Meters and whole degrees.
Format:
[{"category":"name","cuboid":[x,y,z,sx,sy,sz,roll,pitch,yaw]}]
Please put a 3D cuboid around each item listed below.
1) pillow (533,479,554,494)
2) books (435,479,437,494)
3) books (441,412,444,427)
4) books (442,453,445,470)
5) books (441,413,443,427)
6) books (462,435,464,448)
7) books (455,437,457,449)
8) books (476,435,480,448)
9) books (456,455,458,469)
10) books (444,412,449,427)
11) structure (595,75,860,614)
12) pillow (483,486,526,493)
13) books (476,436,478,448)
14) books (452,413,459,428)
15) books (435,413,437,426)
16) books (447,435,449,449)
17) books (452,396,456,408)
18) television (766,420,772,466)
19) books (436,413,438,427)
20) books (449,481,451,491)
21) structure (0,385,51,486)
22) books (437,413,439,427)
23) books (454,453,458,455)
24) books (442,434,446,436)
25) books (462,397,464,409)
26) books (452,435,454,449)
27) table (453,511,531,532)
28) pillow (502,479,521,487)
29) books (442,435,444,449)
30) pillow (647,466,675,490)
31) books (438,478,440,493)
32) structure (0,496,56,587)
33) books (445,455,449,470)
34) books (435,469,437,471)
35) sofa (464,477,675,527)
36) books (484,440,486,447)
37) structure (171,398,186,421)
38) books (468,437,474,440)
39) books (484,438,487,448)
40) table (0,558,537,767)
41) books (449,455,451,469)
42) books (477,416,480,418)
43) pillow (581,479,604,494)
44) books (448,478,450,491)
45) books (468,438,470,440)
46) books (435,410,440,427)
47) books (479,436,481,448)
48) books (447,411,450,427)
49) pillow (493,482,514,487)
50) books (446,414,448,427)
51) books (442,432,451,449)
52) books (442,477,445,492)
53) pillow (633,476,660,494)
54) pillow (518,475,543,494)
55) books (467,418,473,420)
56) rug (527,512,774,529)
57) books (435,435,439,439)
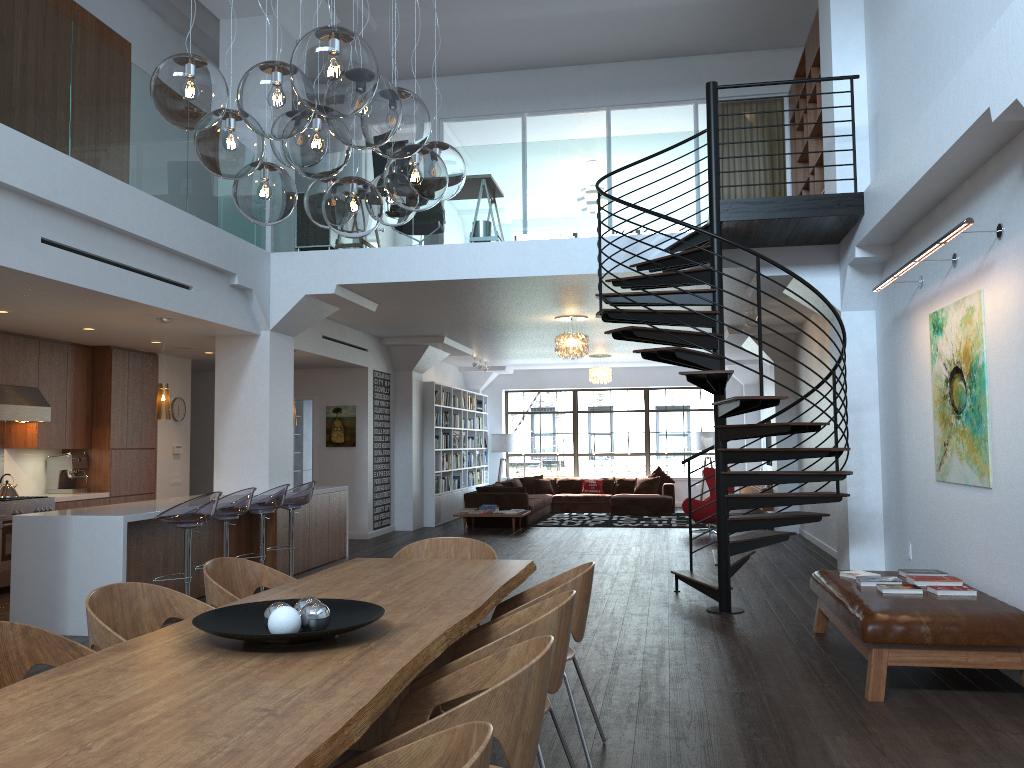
[{"category":"pillow","cuboid":[0.616,2.081,18.020,0.489,0.337,0.238,1,-4,-21]},{"category":"books","cuboid":[-1.349,1.729,14.938,0.174,0.240,0.054,-1,-4,10]},{"category":"books","cuboid":[-1.282,0.630,15.559,0.180,0.259,0.042,-1,-4,10]},{"category":"books","cuboid":[-1.259,1.366,15.569,0.176,0.290,0.053,-1,-4,10]},{"category":"books","cuboid":[-1.291,0.627,15.473,0.183,0.253,0.042,-1,-4,10]},{"category":"books","cuboid":[-1.011,1.106,16.965,0.174,0.251,0.051,-1,-4,10]},{"category":"books","cuboid":[-1.104,1.093,16.425,0.161,0.207,0.135,-1,-4,9]},{"category":"books","cuboid":[-0.765,1.201,18.446,0.180,0.259,0.042,-1,-4,10]},{"category":"books","cuboid":[-1.093,1.443,16.431,0.183,0.253,0.034,-1,-4,9]},{"category":"books","cuboid":[-1.224,0.642,15.934,0.198,0.284,0.049,-1,-4,10]},{"category":"structure","cuboid":[1.695,-0.349,7.286,1.998,4.352,1.998,2,-4,-29]},{"category":"pillow","cuboid":[-0.101,1.891,14.886,0.750,0.364,0.289,-1,-4,9]},{"category":"books","cuboid":[-0.799,1.193,18.183,0.174,0.240,0.054,-1,-4,10]},{"category":"books","cuboid":[-1.083,0.686,16.639,0.176,0.290,0.053,-1,-4,10]},{"category":"books","cuboid":[-1.357,0.607,15.013,0.152,0.232,0.104,-1,-4,10]},{"category":"books","cuboid":[-1.214,1.034,15.794,0.174,0.239,0.045,-1,-4,10]},{"category":"books","cuboid":[-1.119,0.332,16.463,0.140,0.231,0.042,-1,-4,10]},{"category":"television","cuboid":[4.643,1.063,15.938,0.013,0.816,1.324,-1,-4,10]},{"category":"books","cuboid":[-1.349,0.608,15.044,0.172,0.235,0.112,-1,-4,10]},{"category":"books","cuboid":[-1.187,1.807,15.860,0.161,0.207,0.135,-1,-4,9]},{"category":"structure","cuboid":[-5.024,0.572,8.669,0.529,1.110,0.811,-1,-4,10]},{"category":"books","cuboid":[-1.338,0.609,15.127,0.174,0.242,0.105,-1,-4,10]},{"category":"books","cuboid":[-1.097,1.426,16.468,0.176,0.290,0.036,-1,-4,9]},{"category":"books","cuboid":[-1.261,1.019,15.666,0.182,0.253,0.034,-1,-4,10]},{"category":"books","cuboid":[-1.024,0.368,17.025,0.174,0.236,0.136,-1,-4,9]},{"category":"books","cuboid":[-1.145,1.060,16.197,0.174,0.240,0.054,-1,-4,10]},{"category":"table","cuboid":[-0.303,2.181,14.103,1.100,0.271,0.853,-1,-4,10]},{"category":"pillow","cuboid":[0.046,1.986,16.578,0.325,0.391,0.625,-2,-4,26]},{"category":"books","cuboid":[-1.277,1.011,15.451,0.174,0.239,0.045,-1,-4,10]},{"category":"pillow","cuboid":[2.912,1.944,17.818,0.651,0.587,0.335,0,-4,-11]},{"category":"books","cuboid":[-1.325,1.736,15.132,0.180,0.251,0.048,-1,-4,10]},{"category":"structure","cuboid":[-4.949,1.572,8.589,0.662,0.919,0.811,-1,-4,10]},{"category":"books","cuboid":[-1.219,1.398,15.772,0.183,0.253,0.034,-1,-4,10]},{"category":"books","cuboid":[-1.381,1.456,14.980,0.197,0.035,0.284,-1,-4,0]},{"category":"sofa","cuboid":[1.260,2.127,16.415,3.481,0.664,4.197,-1,-4,10]},{"category":"books","cuboid":[-0.665,1.264,18.994,0.167,0.210,0.162,-1,-4,10]},{"category":"structure","cuboid":[-4.219,0.322,11.214,0.040,0.300,0.300,-1,-4,10]},{"category":"books","cuboid":[-0.833,1.181,17.944,0.140,0.231,0.042,-1,-4,10]},{"category":"books","cuboid":[-0.641,1.266,19.082,0.182,0.215,0.188,-1,-4,10]},{"category":"table","cuboid":[-0.697,1.171,2.779,1.012,0.750,3.803,-1,-4,10]},{"category":"books","cuboid":[-1.186,1.409,15.938,0.183,0.253,0.034,-1,-4,10]},{"category":"books","cuboid":[-0.757,0.811,18.504,0.176,0.290,0.036,-1,-4,9]},{"category":"pillow","cuboid":[1.636,2.085,17.986,0.465,0.308,0.220,-1,-4,6]},{"category":"books","cuboid":[-1.205,1.789,15.807,0.174,0.236,0.142,-1,-4,9]},{"category":"books","cuboid":[-0.898,1.170,17.580,0.140,0.206,0.042,-1,-4,10]},{"category":"books","cuboid":[-1.317,0.591,15.203,0.176,0.290,0.053,-1,-4,10]},{"category":"books","cuboid":[-0.744,1.210,18.530,0.183,0.253,0.042,-1,-4,10]},{"category":"books","cuboid":[-1.199,0.642,15.982,0.176,0.291,0.053,-1,-4,10]},{"category":"pillow","cuboid":[-0.093,1.868,15.157,0.269,0.411,0.559,2,-5,-34]},{"category":"books","cuboid":[-1.225,0.657,15.817,0.174,0.240,0.054,-1,-4,10]},{"category":"books","cuboid":[-1.197,1.018,15.931,0.176,0.294,0.102,-1,-4,10]},{"category":"books","cuboid":[-1.264,1.757,15.485,0.183,0.253,0.042,-1,-4,10]},{"category":"pillow","cuboid":[2.681,2.020,17.686,0.542,0.362,0.248,-3,-5,31]},{"category":"pillow","cuboid":[0.444,2.074,18.149,0.580,0.418,0.334,1,-4,-17]},{"category":"books","cuboid":[-0.859,0.801,17.920,0.140,0.231,0.042,-1,-4,10]},{"category":"rug","cuboid":[2.511,2.394,15.660,4.200,0.007,3.100,-1,-4,11]},{"category":"books","cuboid":[-1.316,0.997,15.182,0.140,0.231,0.042,-1,-4,10]}]
